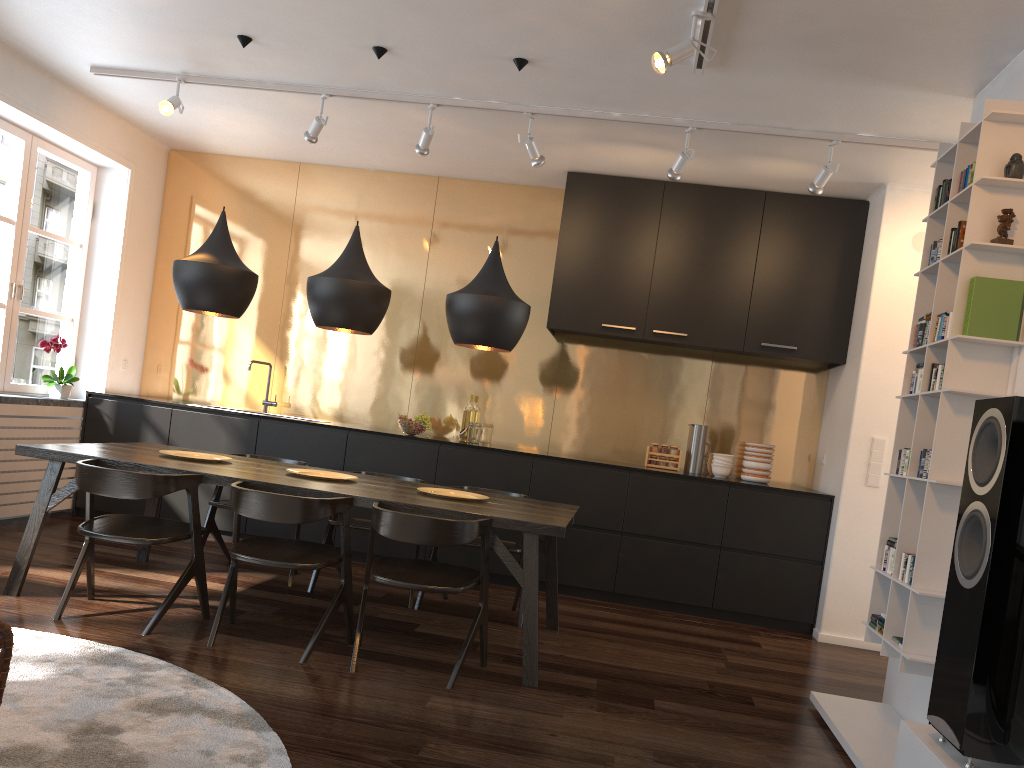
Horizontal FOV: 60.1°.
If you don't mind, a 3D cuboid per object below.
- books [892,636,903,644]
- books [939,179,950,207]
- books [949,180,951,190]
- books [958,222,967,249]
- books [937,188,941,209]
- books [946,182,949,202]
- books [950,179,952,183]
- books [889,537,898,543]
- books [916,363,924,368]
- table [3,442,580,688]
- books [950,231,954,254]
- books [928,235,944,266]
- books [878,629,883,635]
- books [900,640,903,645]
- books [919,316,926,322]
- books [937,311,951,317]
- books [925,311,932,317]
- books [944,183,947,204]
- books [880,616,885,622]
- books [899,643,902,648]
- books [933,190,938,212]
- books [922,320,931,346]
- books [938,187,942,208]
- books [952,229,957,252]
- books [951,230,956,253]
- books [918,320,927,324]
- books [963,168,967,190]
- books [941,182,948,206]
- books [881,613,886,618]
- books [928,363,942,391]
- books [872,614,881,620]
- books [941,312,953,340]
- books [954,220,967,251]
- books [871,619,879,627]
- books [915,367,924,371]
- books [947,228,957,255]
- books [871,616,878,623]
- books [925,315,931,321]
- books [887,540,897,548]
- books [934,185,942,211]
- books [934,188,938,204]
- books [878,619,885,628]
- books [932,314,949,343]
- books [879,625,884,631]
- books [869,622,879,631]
[{"bbox_3d":[1.516,0.988,3.375,0.093,0.012,0.111,7,-2,8],"label":"books"},{"bbox_3d":[1.744,-0.749,3.513,0.074,0.116,0.029,8,2,7],"label":"books"},{"bbox_3d":[1.731,-0.746,3.422,0.069,0.098,0.057,8,1,8],"label":"books"},{"bbox_3d":[1.677,-0.536,3.238,0.069,0.107,0.016,8,2,7],"label":"books"},{"bbox_3d":[1.747,-0.736,3.547,0.069,0.092,0.014,8,2,7],"label":"books"},{"bbox_3d":[1.733,-0.742,3.448,0.069,0.091,0.046,8,1,8],"label":"books"},{"bbox_3d":[1.730,-0.747,3.413,0.069,0.098,0.057,8,1,8],"label":"books"},{"bbox_3d":[1.595,0.641,3.594,0.093,0.012,0.111,7,-2,8],"label":"books"},{"bbox_3d":[1.700,-0.071,3.572,0.096,0.022,0.111,7,-2,8],"label":"books"},{"bbox_3d":[-0.979,0.800,4.367,2.497,0.680,1.108,7,-1,7],"label":"table"},{"bbox_3d":[1.685,-0.523,3.317,0.069,0.092,0.014,8,2,7],"label":"books"},{"bbox_3d":[1.738,-0.520,3.500,0.108,0.113,0.222,8,-1,8],"label":"books"},{"bbox_3d":[1.501,0.991,3.503,0.069,0.016,0.107,7,-2,8],"label":"books"},{"bbox_3d":[1.476,0.965,3.260,0.069,0.014,0.093,7,-2,13],"label":"books"},{"bbox_3d":[1.693,-0.260,3.579,0.069,0.014,0.093,7,-2,13],"label":"books"},{"bbox_3d":[1.658,-0.260,3.336,0.069,0.008,0.107,7,-2,8],"label":"books"},{"bbox_3d":[1.680,-0.272,3.453,0.093,0.014,0.112,7,-2,8],"label":"books"},{"bbox_3d":[1.737,-0.741,3.471,0.069,0.093,0.028,8,2,7],"label":"books"},{"bbox_3d":[1.504,0.938,3.494,0.069,0.014,0.092,7,-2,8],"label":"books"},{"bbox_3d":[1.479,0.979,3.264,0.069,0.014,0.092,7,-2,8],"label":"books"},{"bbox_3d":[1.751,-0.734,3.584,0.069,0.092,0.014,8,2,7],"label":"books"},{"bbox_3d":[1.676,-0.196,3.459,0.096,0.108,0.114,8,0,8],"label":"books"},{"bbox_3d":[1.746,-0.737,3.533,0.069,0.092,0.014,8,2,7],"label":"books"},{"bbox_3d":[1.679,-0.526,3.286,0.069,0.093,0.020,8,2,7],"label":"books"},{"bbox_3d":[1.683,-0.524,3.303,0.069,0.092,0.014,8,2,7],"label":"books"},{"bbox_3d":[1.695,-0.246,3.582,0.069,0.014,0.092,7,-2,8],"label":"books"},{"bbox_3d":[1.729,-0.751,3.310,0.069,0.108,0.012,8,2,7],"label":"books"},{"bbox_3d":[1.739,-0.744,3.490,0.074,0.099,0.019,8,2,7],"label":"books"},{"bbox_3d":[1.507,0.925,3.493,0.069,0.014,0.092,7,-2,8],"label":"books"},{"bbox_3d":[1.639,-0.017,3.384,0.074,0.116,0.029,8,2,7],"label":"books"},{"bbox_3d":[1.519,0.959,3.613,0.069,0.009,0.107,7,-2,8],"label":"books"},{"bbox_3d":[1.654,-0.211,3.234,0.122,0.113,0.137,8,-1,8],"label":"books"},{"bbox_3d":[1.679,-0.539,3.262,0.074,0.116,0.029,8,2,7],"label":"books"},{"bbox_3d":[1.516,0.982,3.618,0.069,0.014,0.092,7,-2,8],"label":"books"},{"bbox_3d":[1.694,-0.055,3.571,0.093,0.012,0.111,7,-2,8],"label":"books"},{"bbox_3d":[1.685,-0.530,3.335,0.069,0.107,0.023,8,2,7],"label":"books"},{"bbox_3d":[1.517,0.969,3.619,0.069,0.015,0.092,7,-2,8],"label":"books"},{"bbox_3d":[1.669,-0.259,3.456,0.069,0.018,0.107,7,-2,8],"label":"books"},{"bbox_3d":[1.576,0.656,3.598,0.069,0.023,0.107,7,-2,8],"label":"books"},{"bbox_3d":[1.748,-0.743,3.566,0.069,0.107,0.023,8,2,7],"label":"books"},{"bbox_3d":[1.757,-0.740,3.599,0.069,0.107,0.016,8,2,7],"label":"books"},{"bbox_3d":[1.500,0.957,3.502,0.069,0.023,0.107,7,-2,8],"label":"books"},{"bbox_3d":[1.658,-0.202,3.344,0.096,0.107,0.088,8,0,8],"label":"books"},{"bbox_3d":[1.499,0.975,3.495,0.069,0.014,0.092,7,-2,8],"label":"books"},{"bbox_3d":[1.513,0.996,3.618,0.074,0.015,0.098,7,-2,8],"label":"books"}]
